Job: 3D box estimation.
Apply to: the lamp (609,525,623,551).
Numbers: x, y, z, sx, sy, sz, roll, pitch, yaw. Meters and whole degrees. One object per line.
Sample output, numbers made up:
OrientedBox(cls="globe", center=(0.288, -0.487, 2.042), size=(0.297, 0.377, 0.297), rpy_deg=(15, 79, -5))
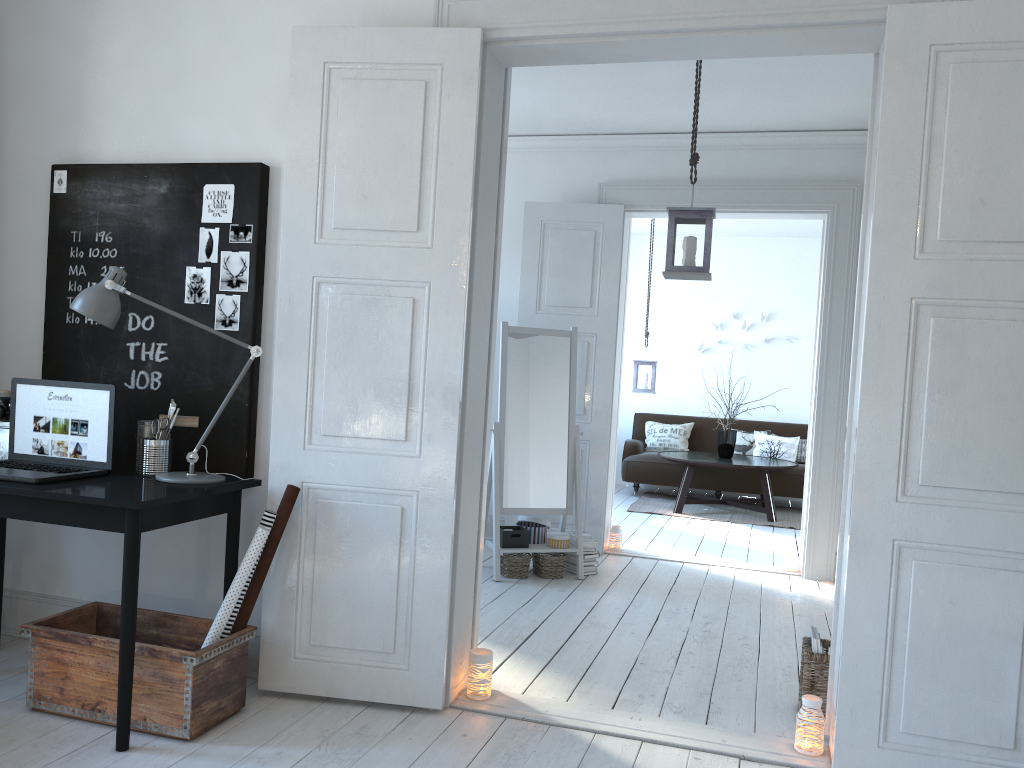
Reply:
OrientedBox(cls="lamp", center=(0.719, 1.066, 6.134), size=(0.089, 0.166, 0.089), rpy_deg=(4, 2, 15))

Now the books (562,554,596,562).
OrientedBox(cls="books", center=(0.409, 1.058, 5.430), size=(0.128, 0.022, 0.166), rpy_deg=(3, 1, -40))

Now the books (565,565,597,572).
OrientedBox(cls="books", center=(0.413, 1.123, 5.429), size=(0.128, 0.016, 0.176), rpy_deg=(3, 1, -33))

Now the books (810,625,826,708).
OrientedBox(cls="books", center=(1.186, 1.063, 3.238), size=(0.201, 0.300, 0.179), rpy_deg=(4, 2, 16))

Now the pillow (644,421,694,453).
OrientedBox(cls="pillow", center=(1.664, 0.578, 9.458), size=(0.519, 0.367, 0.239), rpy_deg=(4, 2, 16))

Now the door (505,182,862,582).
OrientedBox(cls="door", center=(1.338, -0.053, 5.913), size=(2.598, 2.507, 0.577), rpy_deg=(4, 2, 16))

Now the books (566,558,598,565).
OrientedBox(cls="books", center=(0.415, 1.078, 5.424), size=(0.132, 0.017, 0.186), rpy_deg=(3, 1, -37))

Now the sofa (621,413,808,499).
OrientedBox(cls="sofa", center=(2.263, 0.786, 9.174), size=(2.164, 0.825, 0.968), rpy_deg=(4, 1, 16))

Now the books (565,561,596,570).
OrientedBox(cls="books", center=(0.413, 1.107, 5.426), size=(0.128, 0.016, 0.180), rpy_deg=(3, 1, -29))

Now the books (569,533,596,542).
OrientedBox(cls="books", center=(0.424, 0.939, 5.418), size=(0.132, 0.017, 0.186), rpy_deg=(3, 1, -11))

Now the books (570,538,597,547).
OrientedBox(cls="books", center=(0.428, 0.960, 5.413), size=(0.128, 0.026, 0.200), rpy_deg=(3, 1, -12))

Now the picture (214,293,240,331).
OrientedBox(cls="picture", center=(-1.056, -0.268, 3.291), size=(0.103, 0.136, 0.001), rpy_deg=(4, 2, 16))

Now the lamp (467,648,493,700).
OrientedBox(cls="lamp", center=(-0.116, 1.055, 3.225), size=(0.089, 0.166, 0.089), rpy_deg=(4, 2, 9))

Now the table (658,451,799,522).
OrientedBox(cls="table", center=(2.025, 0.955, 8.424), size=(1.299, 0.503, 1.299), rpy_deg=(4, 1, 6))

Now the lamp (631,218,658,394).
OrientedBox(cls="lamp", center=(1.338, -0.790, 8.631), size=(0.228, 1.763, 0.228), rpy_deg=(4, 2, 13))

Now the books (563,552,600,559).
OrientedBox(cls="books", center=(0.421, 1.035, 5.418), size=(0.128, 0.022, 0.193), rpy_deg=(3, 1, -41))

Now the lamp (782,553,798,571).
OrientedBox(cls="lamp", center=(1.821, 1.166, 5.802), size=(0.093, 0.110, 0.093), rpy_deg=(4, 2, 33))

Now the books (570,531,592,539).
OrientedBox(cls="books", center=(0.420, 0.922, 5.431), size=(0.111, 0.014, 0.156), rpy_deg=(3, 1, -4))

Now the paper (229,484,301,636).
OrientedBox(cls="paper", center=(-0.884, 0.713, 3.010), size=(0.297, 0.747, 0.048), rpy_deg=(3, 2, -29))

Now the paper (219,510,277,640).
OrientedBox(cls="paper", center=(-0.932, 0.754, 2.951), size=(0.266, 0.669, 0.043), rpy_deg=(3, 2, -29))

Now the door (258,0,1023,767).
OrientedBox(cls="door", center=(0.493, -0.064, 3.018), size=(2.598, 2.507, 0.577), rpy_deg=(4, 2, 16))

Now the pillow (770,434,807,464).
OrientedBox(cls="pillow", center=(2.908, 0.673, 9.093), size=(0.542, 0.288, 0.183), rpy_deg=(4, 2, 17))

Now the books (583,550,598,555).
OrientedBox(cls="books", center=(0.424, 1.015, 5.426), size=(0.128, 0.016, 0.178), rpy_deg=(3, 1, -31))

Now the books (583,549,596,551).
OrientedBox(cls="books", center=(0.421, 0.998, 5.425), size=(0.128, 0.016, 0.176), rpy_deg=(3, 1, -17))

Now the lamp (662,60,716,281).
OrientedBox(cls="lamp", center=(0.905, -1.397, 4.279), size=(0.228, 1.763, 0.228), rpy_deg=(4, 2, 13))

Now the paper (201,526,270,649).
OrientedBox(cls="paper", center=(-0.949, 0.771, 2.895), size=(0.283, 0.627, 0.041), rpy_deg=(3, 2, -6))

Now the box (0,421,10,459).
OrientedBox(cls="box", center=(-1.891, 0.205, 3.310), size=(0.317, 0.152, 0.193), rpy_deg=(4, 1, 16))

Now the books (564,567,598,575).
OrientedBox(cls="books", center=(0.416, 1.141, 5.430), size=(0.128, 0.016, 0.178), rpy_deg=(3, 1, -36))

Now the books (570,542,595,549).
OrientedBox(cls="books", center=(0.421, 0.981, 5.422), size=(0.128, 0.016, 0.180), rpy_deg=(3, 1, -13))

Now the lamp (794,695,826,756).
OrientedBox(cls="lamp", center=(0.982, 1.122, 2.917), size=(0.093, 0.180, 0.093), rpy_deg=(3, 2, -1))

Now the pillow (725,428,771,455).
OrientedBox(cls="pillow", center=(2.425, 0.640, 9.196), size=(0.473, 0.348, 0.158), rpy_deg=(4, 2, 14))

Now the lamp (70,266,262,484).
OrientedBox(cls="lamp", center=(-1.183, -0.028, 3.047), size=(0.617, 0.716, 0.230), rpy_deg=(3, 2, -13))

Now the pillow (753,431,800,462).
OrientedBox(cls="pillow", center=(2.685, 0.648, 9.041), size=(0.470, 0.309, 0.188), rpy_deg=(4, 2, 17))
